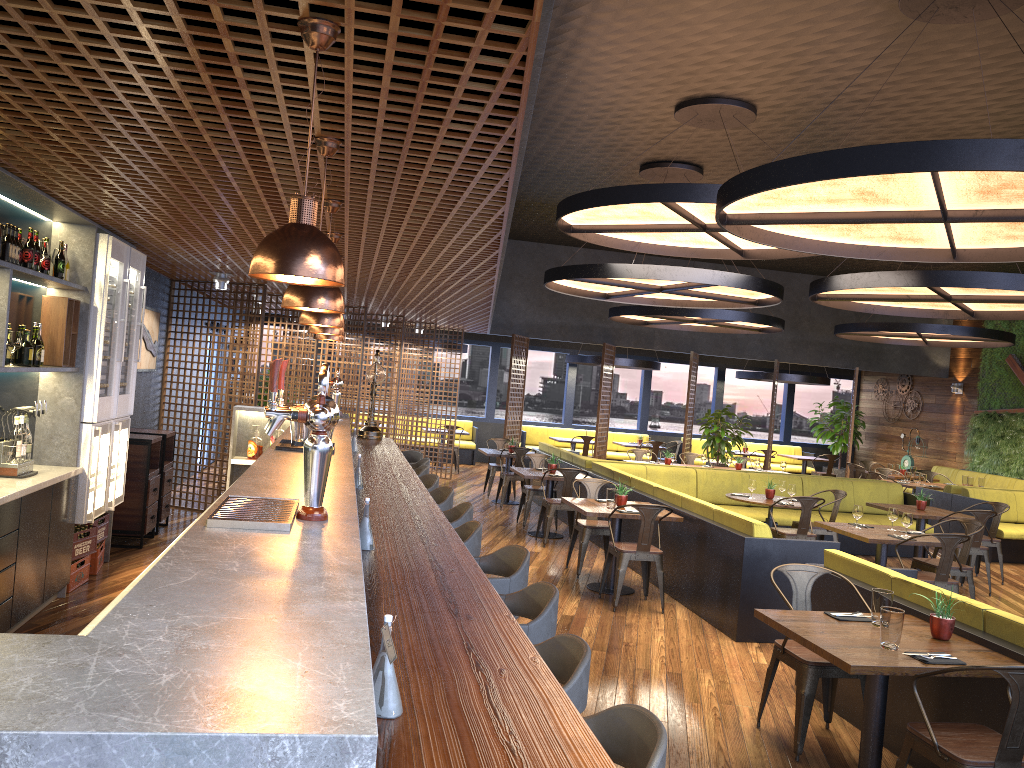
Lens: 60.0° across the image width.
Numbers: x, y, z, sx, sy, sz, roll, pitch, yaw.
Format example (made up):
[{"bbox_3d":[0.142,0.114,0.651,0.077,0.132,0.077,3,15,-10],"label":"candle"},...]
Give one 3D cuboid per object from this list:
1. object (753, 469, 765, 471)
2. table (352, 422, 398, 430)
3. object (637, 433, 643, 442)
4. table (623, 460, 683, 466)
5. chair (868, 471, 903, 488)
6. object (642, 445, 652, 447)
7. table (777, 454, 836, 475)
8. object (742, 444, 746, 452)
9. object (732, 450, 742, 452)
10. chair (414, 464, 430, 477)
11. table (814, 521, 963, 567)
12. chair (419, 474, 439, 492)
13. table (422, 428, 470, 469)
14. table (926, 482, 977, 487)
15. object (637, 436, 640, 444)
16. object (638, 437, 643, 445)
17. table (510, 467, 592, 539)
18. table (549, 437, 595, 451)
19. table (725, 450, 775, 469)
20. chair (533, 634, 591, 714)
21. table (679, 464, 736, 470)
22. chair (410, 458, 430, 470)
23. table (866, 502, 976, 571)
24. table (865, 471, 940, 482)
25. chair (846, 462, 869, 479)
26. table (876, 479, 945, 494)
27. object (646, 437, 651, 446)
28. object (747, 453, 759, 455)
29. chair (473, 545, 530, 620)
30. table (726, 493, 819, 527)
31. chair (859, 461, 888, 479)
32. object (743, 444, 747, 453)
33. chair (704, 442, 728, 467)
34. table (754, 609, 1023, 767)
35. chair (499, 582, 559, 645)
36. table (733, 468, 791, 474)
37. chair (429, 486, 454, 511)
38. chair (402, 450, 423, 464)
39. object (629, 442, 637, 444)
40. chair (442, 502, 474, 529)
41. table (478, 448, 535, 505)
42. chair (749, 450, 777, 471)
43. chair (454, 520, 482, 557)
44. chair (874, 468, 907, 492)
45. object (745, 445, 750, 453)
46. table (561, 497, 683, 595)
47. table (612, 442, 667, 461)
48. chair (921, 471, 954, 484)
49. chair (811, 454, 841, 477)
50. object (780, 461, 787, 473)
[{"bbox_3d":[3.999,1.383,14.246,0.157,0.019,0.255,5,0,-10],"label":"object"},{"bbox_3d":[-2.752,1.188,17.531,0.887,0.763,0.906,5,0,-11],"label":"table"},{"bbox_3d":[2.695,1.139,18.568,0.238,0.271,0.260,5,0,11],"label":"object"},{"bbox_3d":[2.235,1.621,13.620,0.906,0.763,0.887,5,0,-11],"label":"table"},{"bbox_3d":[5.922,1.860,14.090,0.541,0.917,0.504,5,0,-10],"label":"chair"},{"bbox_3d":[2.738,1.269,18.239,0.255,0.019,0.157,5,0,-11],"label":"object"},{"bbox_3d":[6.352,1.975,19.262,0.887,0.763,0.906,5,0,-11],"label":"table"},{"bbox_3d":[5.024,1.386,19.185,0.102,0.178,0.102,5,0,-25],"label":"object"},{"bbox_3d":[4.938,1.459,19.331,0.255,0.019,0.157,5,0,-11],"label":"object"},{"bbox_3d":[-0.974,1.202,7.611,0.438,1.048,0.483,5,0,-39],"label":"chair"},{"bbox_3d":[3.351,1.720,8.036,0.906,0.763,0.887,5,0,-11],"label":"table"},{"bbox_3d":[-0.825,1.215,6.849,0.438,1.048,0.483,5,0,4],"label":"chair"},{"bbox_3d":[-1.381,1.307,17.791,0.887,0.763,0.906,5,0,-11],"label":"table"},{"bbox_3d":[7.404,2.068,14.449,0.887,0.763,0.906,5,0,-11],"label":"table"},{"bbox_3d":[2.695,1.185,18.743,0.102,0.178,0.102,5,0,-25],"label":"object"},{"bbox_3d":[2.665,1.183,18.386,0.102,0.178,0.102,5,0,-25],"label":"object"},{"bbox_3d":[0.461,1.469,10.842,0.887,0.763,0.906,5,0,-11],"label":"table"},{"bbox_3d":[1.262,1.535,18.294,0.887,0.763,0.906,5,0,-11],"label":"table"},{"bbox_3d":[4.982,1.856,19.005,0.906,0.763,0.887,5,0,-11],"label":"table"},{"bbox_3d":[-0.032,1.286,2.669,0.438,1.048,0.483,5,0,-39],"label":"chair"},{"bbox_3d":[3.123,1.698,13.789,0.906,0.763,0.887,5,0,-11],"label":"table"},{"bbox_3d":[-1.024,1.198,8.235,0.438,1.048,0.483,5,0,18],"label":"chair"},{"bbox_3d":[4.711,1.837,10.225,0.887,0.763,0.906,5,0,-11],"label":"table"},{"bbox_3d":[7.039,2.036,16.098,0.887,0.763,0.906,5,0,-11],"label":"table"},{"bbox_3d":[6.285,1.891,15.974,0.541,0.917,0.504,5,0,-10],"label":"chair"},{"bbox_3d":[6.491,1.989,14.275,0.887,0.763,0.906,5,0,-11],"label":"table"},{"bbox_3d":[2.847,1.198,18.518,0.102,0.178,0.102,5,0,-25],"label":"object"},{"bbox_3d":[5.068,1.470,18.681,0.255,0.019,0.157,5,0,-11],"label":"object"},{"bbox_3d":[-0.178,1.273,4.077,0.438,1.048,0.483,5,0,9],"label":"chair"},{"bbox_3d":[2.892,1.679,9.991,1.007,0.760,1.007,5,0,27],"label":"table"},{"bbox_3d":[6.859,1.940,16.843,0.504,0.917,0.541,5,0,-10],"label":"chair"},{"bbox_3d":[5.003,1.338,19.002,0.238,0.271,0.260,5,0,11],"label":"object"},{"bbox_3d":[4.348,1.722,18.929,0.541,0.917,0.504,5,0,-10],"label":"chair"},{"bbox_3d":[1.741,1.583,4.221,0.906,0.763,0.887,5,0,-11],"label":"table"},{"bbox_3d":[-0.084,1.281,3.355,0.438,1.048,0.483,5,0,18],"label":"chair"},{"bbox_3d":[4.007,1.774,13.962,0.906,0.763,0.887,5,0,-11],"label":"table"},{"bbox_3d":[-0.673,1.229,6.159,0.483,1.048,0.438,5,0,40],"label":"chair"},{"bbox_3d":[-1.144,1.187,8.811,0.438,1.048,0.483,5,0,-19],"label":"chair"},{"bbox_3d":[2.608,1.258,18.890,0.255,0.019,0.157,5,0,-11],"label":"object"},{"bbox_3d":[-0.498,1.244,5.444,0.438,1.048,0.483,5,0,18],"label":"chair"},{"bbox_3d":[-0.044,1.424,13.494,0.887,0.763,0.906,5,0,-11],"label":"table"},{"bbox_3d":[5.152,1.792,18.321,0.504,0.917,0.541,5,0,-10],"label":"chair"},{"bbox_3d":[-0.425,1.251,4.762,0.438,1.048,0.483,5,0,-39],"label":"chair"},{"bbox_3d":[6.380,1.900,14.949,0.504,0.917,0.541,5,0,-10],"label":"chair"},{"bbox_3d":[4.995,1.384,18.827,0.102,0.178,0.102,5,0,-25],"label":"object"},{"bbox_3d":[0.962,1.514,8.189,0.887,0.763,0.906,5,0,-11],"label":"table"},{"bbox_3d":[2.633,1.653,18.558,0.906,0.763,0.887,5,0,-11],"label":"table"},{"bbox_3d":[7.230,1.973,15.111,0.504,0.917,0.541,5,0,-10],"label":"chair"},{"bbox_3d":[6.551,1.913,18.587,0.504,0.917,0.541,5,0,-10],"label":"chair"},{"bbox_3d":[4.228,1.309,13.828,0.097,0.206,0.097,5,0,35],"label":"object"}]
